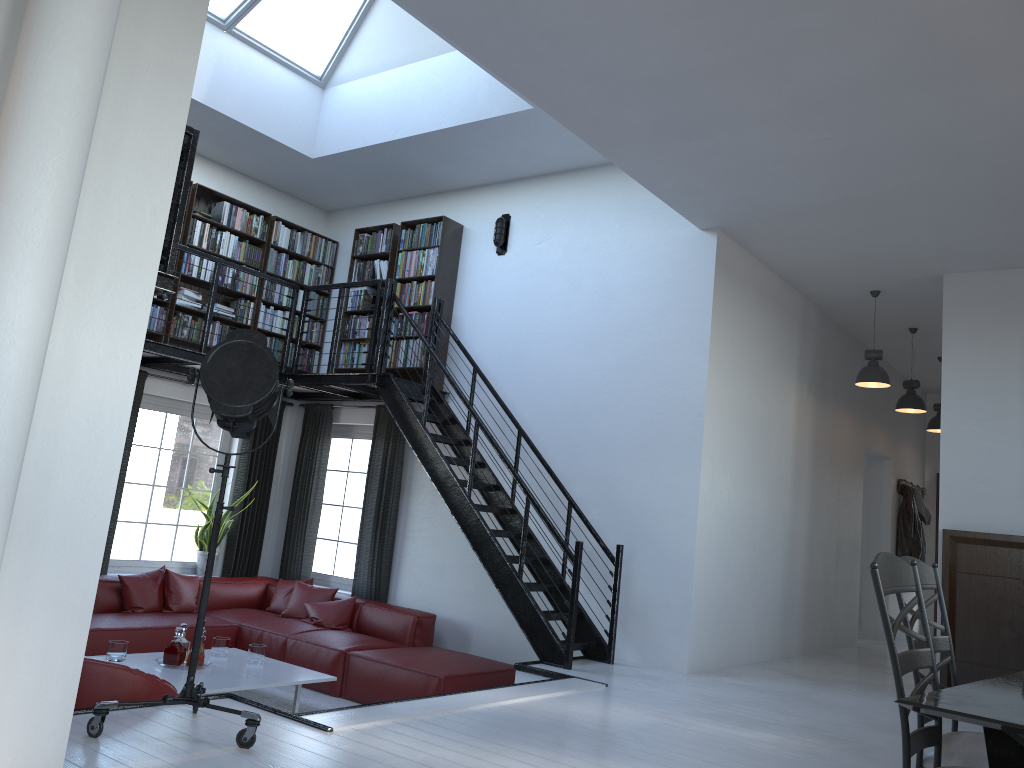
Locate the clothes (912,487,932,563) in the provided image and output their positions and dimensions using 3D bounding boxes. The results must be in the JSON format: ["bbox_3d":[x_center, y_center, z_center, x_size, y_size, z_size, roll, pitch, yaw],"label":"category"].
[{"bbox_3d":[5.147,1.889,11.309,0.343,1.136,0.381,-1,-13,33],"label":"clothes"}]

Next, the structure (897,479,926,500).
[{"bbox_3d":[5.247,1.420,11.592,0.085,0.253,1.361,-2,-12,37],"label":"structure"}]

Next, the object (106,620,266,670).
[{"bbox_3d":[-2.208,1.785,6.161,0.512,0.296,1.002,-1,-12,40],"label":"object"}]

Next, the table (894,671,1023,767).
[{"bbox_3d":[1.619,1.073,1.931,0.890,0.701,1.984,-2,-12,41],"label":"table"}]

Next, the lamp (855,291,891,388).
[{"bbox_3d":[3.259,-0.413,7.973,0.296,0.866,0.294,6,-11,3],"label":"lamp"}]

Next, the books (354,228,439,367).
[{"bbox_3d":[-2.319,-1.199,6.975,1.169,1.414,4.356,-1,-12,37],"label":"books"}]

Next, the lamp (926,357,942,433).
[{"bbox_3d":[4.951,0.118,10.221,0.295,0.866,0.296,14,-13,-37],"label":"lamp"}]

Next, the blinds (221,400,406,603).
[{"bbox_3d":[-1.834,1.354,8.568,1.751,2.396,0.523,3,-11,19],"label":"blinds"}]

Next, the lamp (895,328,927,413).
[{"bbox_3d":[4.104,-0.148,9.097,0.296,0.866,0.294,-2,-14,39],"label":"lamp"}]

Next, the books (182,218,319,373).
[{"bbox_3d":[-3.328,-1.197,7.686,0.242,1.405,4.414,-2,-12,37],"label":"books"}]

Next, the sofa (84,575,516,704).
[{"bbox_3d":[-1.900,2.011,6.912,3.279,0.660,2.526,0,-11,37],"label":"sofa"}]

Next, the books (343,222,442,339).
[{"bbox_3d":[-1.897,-1.203,6.640,2.205,1.418,4.349,0,-11,36],"label":"books"}]

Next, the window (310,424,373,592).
[{"bbox_3d":[-1.554,1.204,8.718,1.166,1.616,0.132,-1,-13,36],"label":"window"}]

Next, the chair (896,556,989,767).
[{"bbox_3d":[1.379,1.010,2.527,0.503,0.971,0.493,-3,-14,42],"label":"chair"}]

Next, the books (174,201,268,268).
[{"bbox_3d":[-3.307,-1.489,7.747,0.213,0.833,2.620,-2,-12,37],"label":"books"}]

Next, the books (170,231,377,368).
[{"bbox_3d":[-2.947,-1.215,7.389,1.285,1.438,4.408,-1,-12,38],"label":"books"}]

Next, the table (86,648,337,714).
[{"bbox_3d":[-2.189,2.013,5.856,1.165,0.245,1.654,0,-11,37],"label":"table"}]

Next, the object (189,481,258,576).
[{"bbox_3d":[-2.776,1.348,8.364,0.526,0.946,0.549,1,-11,26],"label":"object"}]

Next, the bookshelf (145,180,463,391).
[{"bbox_3d":[-2.236,-1.135,6.866,3.088,1.627,4.447,0,-11,37],"label":"bookshelf"}]

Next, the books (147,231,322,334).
[{"bbox_3d":[-3.137,-0.991,7.962,0.240,1.129,3.370,-2,-12,37],"label":"books"}]

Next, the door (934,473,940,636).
[{"bbox_3d":[6.173,2.319,11.756,1.009,2.222,0.110,-1,-13,36],"label":"door"}]

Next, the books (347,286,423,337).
[{"bbox_3d":[-2.161,-1.074,6.788,1.598,1.147,4.308,-1,-11,36],"label":"books"}]

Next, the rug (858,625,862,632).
[{"bbox_3d":[1.009,3.073,13.260,7.766,0.032,2.936,0,-11,37],"label":"rug"}]

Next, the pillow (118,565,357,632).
[{"bbox_3d":[-2.369,1.858,7.836,1.955,0.404,0.977,8,-9,-10],"label":"pillow"}]

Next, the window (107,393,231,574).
[{"bbox_3d":[-3.198,0.954,8.279,0.133,1.616,1.159,-2,-13,37],"label":"window"}]

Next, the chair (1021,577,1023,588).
[{"bbox_3d":[2.380,1.282,3.581,0.503,0.971,0.493,-4,-14,44],"label":"chair"}]

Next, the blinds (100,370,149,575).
[{"bbox_3d":[-4.104,0.821,6.713,0.125,2.402,2.492,-2,-13,37],"label":"blinds"}]

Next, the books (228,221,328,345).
[{"bbox_3d":[-3.329,-1.208,7.692,0.227,1.421,4.408,-2,-12,37],"label":"books"}]

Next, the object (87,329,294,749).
[{"bbox_3d":[-1.195,0.566,3.608,0.610,1.589,0.541,8,-11,-9],"label":"object"}]

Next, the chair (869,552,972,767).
[{"bbox_3d":[1.111,0.907,2.043,0.503,0.971,0.493,-1,-13,37],"label":"chair"}]

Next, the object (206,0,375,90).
[{"bbox_3d":[-1.949,-3.301,7.239,1.185,0.638,2.207,0,-11,37],"label":"object"}]

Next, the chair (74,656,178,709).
[{"bbox_3d":[-1.935,1.520,3.971,0.831,0.716,0.824,4,-10,17],"label":"chair"}]

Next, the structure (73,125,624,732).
[{"bbox_3d":[-1.808,0.499,6.096,4.614,3.377,4.460,-1,-12,37],"label":"structure"}]

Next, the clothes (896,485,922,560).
[{"bbox_3d":[4.949,1.815,11.058,0.301,1.106,0.335,0,-12,30],"label":"clothes"}]
